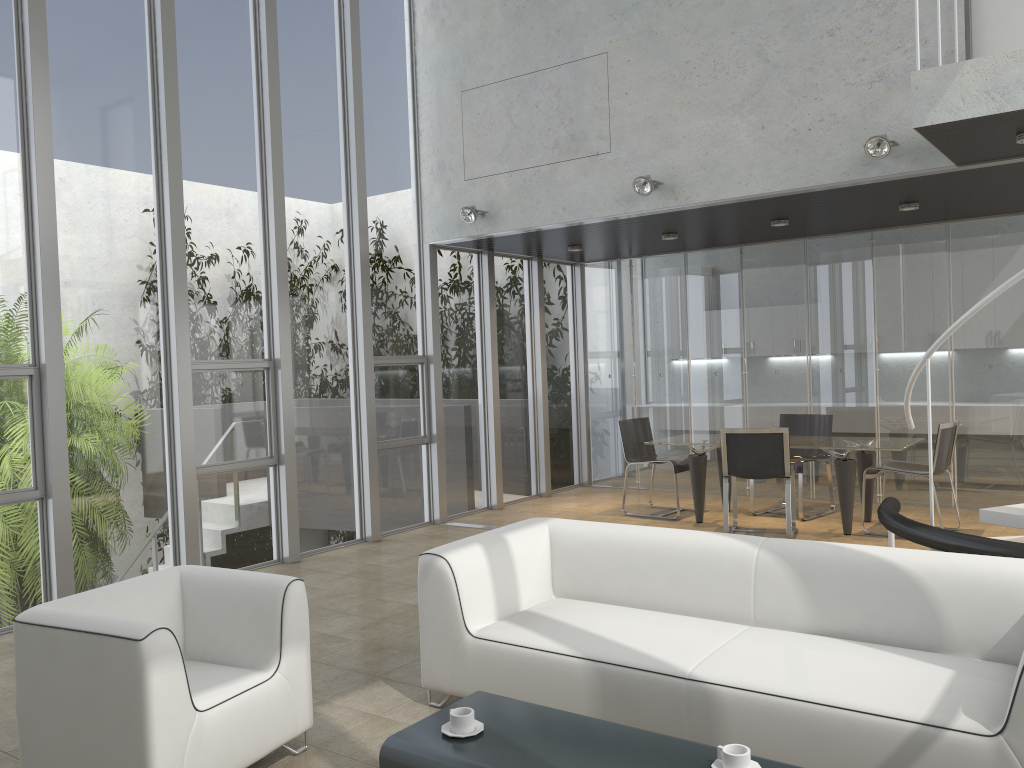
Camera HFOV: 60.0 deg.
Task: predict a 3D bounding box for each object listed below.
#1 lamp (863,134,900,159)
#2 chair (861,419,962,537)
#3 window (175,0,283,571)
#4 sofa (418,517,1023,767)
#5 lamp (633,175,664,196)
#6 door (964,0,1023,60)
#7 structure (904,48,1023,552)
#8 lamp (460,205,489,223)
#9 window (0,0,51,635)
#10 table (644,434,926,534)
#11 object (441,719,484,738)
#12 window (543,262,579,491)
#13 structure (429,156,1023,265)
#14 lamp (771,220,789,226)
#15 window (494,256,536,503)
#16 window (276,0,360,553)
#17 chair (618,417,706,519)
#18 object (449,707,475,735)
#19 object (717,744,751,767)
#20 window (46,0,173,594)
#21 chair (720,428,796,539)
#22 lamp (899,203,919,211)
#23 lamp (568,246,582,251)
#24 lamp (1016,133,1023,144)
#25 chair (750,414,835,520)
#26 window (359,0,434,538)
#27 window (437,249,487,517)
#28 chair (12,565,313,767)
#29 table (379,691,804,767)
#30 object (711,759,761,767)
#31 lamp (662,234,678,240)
[{"bbox_3d":[2.456,-1.571,5.912,0.197,0.154,0.254,-1,2,36],"label":"lamp"},{"bbox_3d":[3.299,0.767,7.316,0.660,0.922,0.546,-1,2,41],"label":"chair"},{"bbox_3d":[-2.188,-1.405,6.694,0.050,5.700,0.800,-1,2,36],"label":"window"},{"bbox_3d":[0.901,1.007,3.586,2.601,0.638,0.971,-1,2,36],"label":"sofa"},{"bbox_3d":[1.056,-1.542,6.930,0.197,0.154,0.254,-1,2,36],"label":"lamp"},{"bbox_3d":[3.249,-2.782,5.500,0.800,2.100,0.100,-1,2,36],"label":"door"},{"bbox_3d":[2.148,0.835,6.719,6.700,6.900,4.916,-1,2,36],"label":"structure"},{"bbox_3d":[-0.352,-1.513,7.937,0.197,0.154,0.228,-1,2,36],"label":"lamp"},{"bbox_3d":[-3.261,-1.330,5.217,0.050,5.700,0.800,-1,2,36],"label":"window"},{"bbox_3d":[2.419,0.872,7.976,2.250,0.733,0.900,-1,2,36],"label":"table"},{"bbox_3d":[-0.153,1.067,2.740,0.130,0.014,0.136,-3,2,-39],"label":"object"},{"bbox_3d":[0.537,-0.092,10.432,0.010,2.645,0.741,-1,2,36],"label":"window"},{"bbox_3d":[-0.718,-1.886,5.335,9.817,6.605,10.665,-1,2,35],"label":"structure"},{"bbox_3d":[2.381,-1.431,7.885,0.149,0.038,0.149,-3,2,-39],"label":"lamp"},{"bbox_3d":[0.001,-0.055,9.693,0.010,2.645,0.741,-1,2,36],"label":"window"},{"bbox_3d":[-1.664,-1.442,7.442,0.010,5.650,0.741,-1,2,36],"label":"window"},{"bbox_3d":[1.456,0.804,8.663,0.660,0.922,0.546,-1,2,41],"label":"chair"},{"bbox_3d":[-0.154,1.040,2.747,0.075,0.057,0.090,-2,1,-6],"label":"object"},{"bbox_3d":[0.608,1.019,2.413,0.075,0.057,0.090,-2,1,-6],"label":"object"},{"bbox_3d":[-2.737,-1.367,5.964,0.010,5.650,0.741,-1,2,36],"label":"window"},{"bbox_3d":[2.090,0.808,7.497,0.546,0.922,0.660,-2,1,21],"label":"chair"},{"bbox_3d":[3.247,-1.449,7.255,0.149,0.038,0.149,-3,2,-39],"label":"lamp"},{"bbox_3d":[0.649,-1.395,9.144,0.149,0.038,0.149,-3,2,-39],"label":"lamp"},{"bbox_3d":[2.912,-1.383,4.970,0.149,0.038,0.149,-3,2,-39],"label":"lamp"},{"bbox_3d":[2.645,0.766,8.374,0.660,0.922,0.546,-3,2,-44],"label":"chair"},{"bbox_3d":[-1.116,-1.479,8.172,0.050,5.700,0.800,-1,2,36],"label":"window"},{"bbox_3d":[-0.536,-0.018,8.954,0.010,2.645,0.741,-1,2,36],"label":"window"},{"bbox_3d":[-1.296,1.095,3.361,0.720,0.635,0.829,-1,1,26],"label":"chair"},{"bbox_3d":[0.332,1.257,2.488,1.420,0.390,0.532,-1,2,36],"label":"table"},{"bbox_3d":[0.610,1.046,2.406,0.130,0.014,0.136,-3,2,-39],"label":"object"},{"bbox_3d":[1.515,-1.413,8.514,0.149,0.038,0.149,-3,2,-39],"label":"lamp"}]
